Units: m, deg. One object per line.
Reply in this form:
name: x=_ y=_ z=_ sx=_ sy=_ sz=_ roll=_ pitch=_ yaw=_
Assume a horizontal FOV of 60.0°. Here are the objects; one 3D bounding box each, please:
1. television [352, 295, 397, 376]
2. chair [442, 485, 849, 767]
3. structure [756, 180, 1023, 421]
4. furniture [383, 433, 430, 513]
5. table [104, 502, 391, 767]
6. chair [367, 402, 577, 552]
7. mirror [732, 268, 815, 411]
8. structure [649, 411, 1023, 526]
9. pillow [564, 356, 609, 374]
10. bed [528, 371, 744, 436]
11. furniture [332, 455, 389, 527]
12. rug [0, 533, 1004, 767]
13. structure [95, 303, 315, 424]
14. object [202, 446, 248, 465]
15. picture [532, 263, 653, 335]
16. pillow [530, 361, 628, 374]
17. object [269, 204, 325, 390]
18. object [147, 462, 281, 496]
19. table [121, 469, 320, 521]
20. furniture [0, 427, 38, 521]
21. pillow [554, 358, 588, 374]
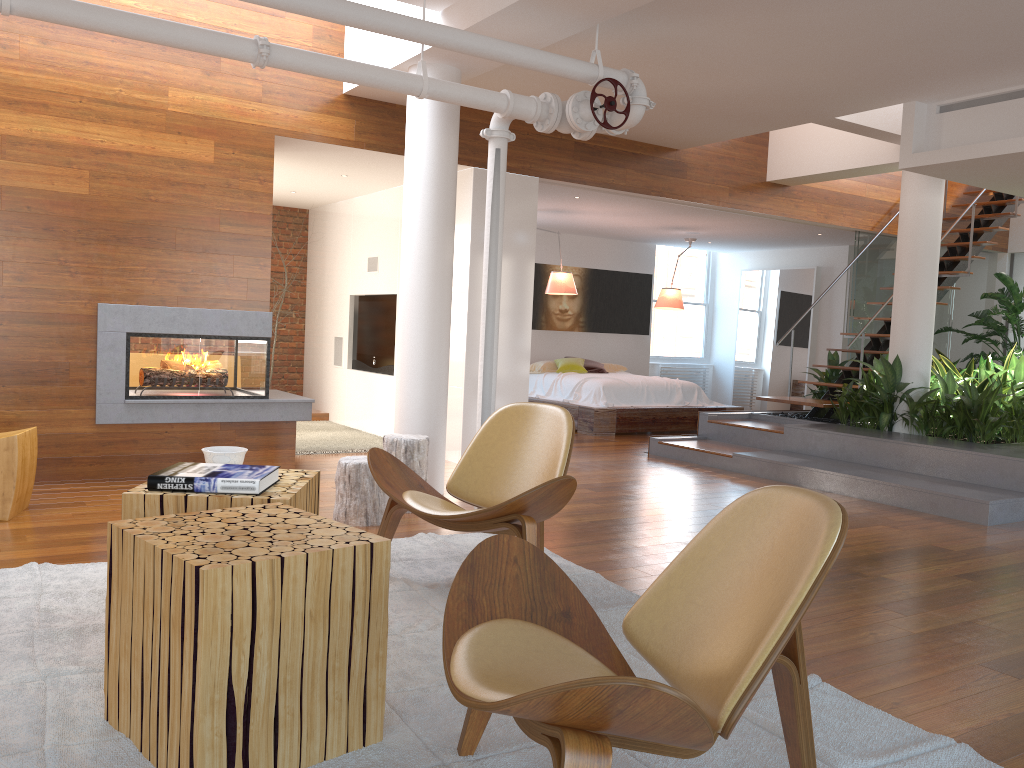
television: x=-1.247 y=-0.471 z=8.357 sx=0.091 sy=0.729 sz=1.075 roll=0 pitch=4 yaw=-33
chair: x=0.202 y=0.596 z=1.779 sx=0.867 sy=0.752 sz=0.856 roll=4 pitch=4 yaw=17
structure: x=4.963 y=-1.502 z=8.599 sx=4.591 sy=4.265 sz=2.552 roll=0 pitch=4 yaw=-33
furniture: x=-0.620 y=0.509 z=5.110 sx=0.290 sy=0.418 sz=0.298 roll=4 pitch=4 yaw=20
table: x=-0.679 y=0.636 z=2.251 sx=0.489 sy=0.534 sz=0.548 roll=-1 pitch=5 yaw=-44
chair: x=-0.084 y=0.475 z=3.553 sx=0.867 sy=0.752 sz=0.856 roll=1 pitch=4 yaw=-28
mirror: x=3.602 y=-0.560 z=12.324 sx=0.049 sy=2.044 sz=1.267 roll=0 pitch=4 yaw=-33
structure: x=4.422 y=0.589 z=8.190 sx=5.584 sy=0.386 sz=3.088 roll=0 pitch=4 yaw=-33
pillow: x=0.910 y=-0.237 z=11.001 sx=0.534 sy=0.185 sz=0.372 roll=2 pitch=3 yaw=-4
bed: x=1.160 y=0.165 z=10.727 sx=2.207 sy=0.595 sz=2.314 roll=0 pitch=4 yaw=-33
furniture: x=-0.801 y=0.566 z=4.736 sx=0.294 sy=0.333 sz=0.292 roll=4 pitch=4 yaw=27
rug: x=-0.737 y=0.855 z=2.295 sx=3.478 sy=0.057 sz=3.525 roll=1 pitch=4 yaw=-28
structure: x=-2.163 y=-0.147 z=6.107 sx=1.382 sy=0.737 sz=0.844 roll=0 pitch=4 yaw=-33
object: x=-0.988 y=0.265 z=3.047 sx=0.152 sy=0.082 sz=0.152 roll=4 pitch=4 yaw=18
picture: x=0.704 y=-1.121 z=11.662 sx=2.969 sy=0.854 sz=0.001 roll=0 pitch=4 yaw=-33
pillow: x=0.796 y=-0.184 z=11.213 sx=1.410 sy=0.212 sz=0.467 roll=0 pitch=4 yaw=-34
object: x=-2.734 y=-0.888 z=8.970 sx=1.631 sy=2.324 sz=1.236 roll=3 pitch=3 yaw=-3
object: x=-0.933 y=0.299 z=2.807 sx=0.334 sy=0.048 sz=0.279 roll=3 pitch=3 yaw=-2
table: x=-0.934 y=0.583 z=2.922 sx=0.489 sy=0.534 sz=0.548 roll=3 pitch=3 yaw=-3
furniture: x=-2.733 y=0.442 z=4.454 sx=0.549 sy=0.430 sz=0.344 roll=2 pitch=4 yaw=-14
pillow: x=0.917 y=-0.210 z=11.073 sx=1.341 sy=0.240 sz=0.805 roll=0 pitch=4 yaw=-36
